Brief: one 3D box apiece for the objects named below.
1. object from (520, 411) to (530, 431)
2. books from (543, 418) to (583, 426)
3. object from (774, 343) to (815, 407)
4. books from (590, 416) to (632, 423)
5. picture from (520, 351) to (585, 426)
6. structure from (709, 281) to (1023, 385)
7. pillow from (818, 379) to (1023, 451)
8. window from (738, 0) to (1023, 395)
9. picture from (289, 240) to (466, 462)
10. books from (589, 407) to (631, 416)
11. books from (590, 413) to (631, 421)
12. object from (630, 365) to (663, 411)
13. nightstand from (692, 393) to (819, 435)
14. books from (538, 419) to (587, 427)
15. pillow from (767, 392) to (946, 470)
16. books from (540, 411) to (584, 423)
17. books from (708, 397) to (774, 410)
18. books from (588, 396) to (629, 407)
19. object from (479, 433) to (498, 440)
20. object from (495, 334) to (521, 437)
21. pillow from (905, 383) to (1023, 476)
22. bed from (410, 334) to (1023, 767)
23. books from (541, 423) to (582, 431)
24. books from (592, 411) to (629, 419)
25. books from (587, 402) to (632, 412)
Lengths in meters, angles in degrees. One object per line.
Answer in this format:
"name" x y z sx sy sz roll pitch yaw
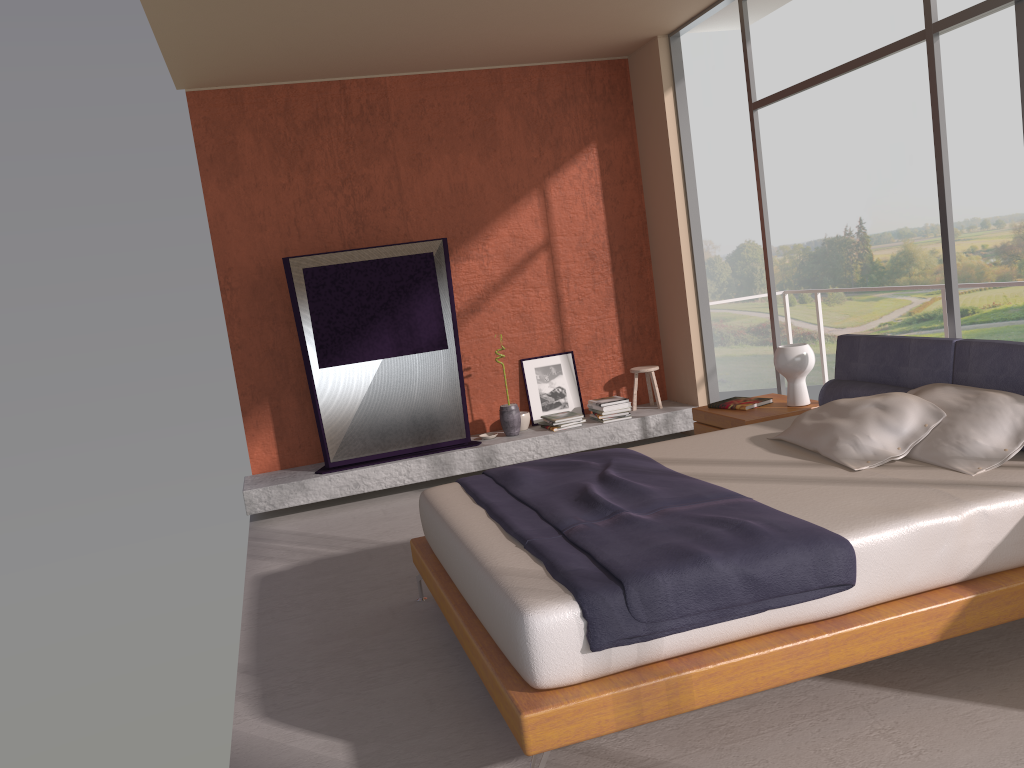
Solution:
"object" 0.061 0.305 7.151 0.179 0.137 0.180 -8 7 -2
"books" 0.403 0.282 7.045 0.247 0.025 0.287 -9 7 -12
"object" 1.598 -0.051 4.992 0.224 0.338 0.224 -8 7 -3
"books" 0.794 0.268 7.130 0.247 0.018 0.328 -9 7 -13
"picture" 0.337 0.035 7.311 0.458 0.550 0.117 -10 7 -14
"structure" 2.981 0.092 3.545 0.728 1.005 7.689 -10 7 -14
"pillow" 1.863 0.126 3.900 0.205 0.201 1.470 -10 7 -14
"window" 2.517 -0.796 3.141 0.075 3.133 6.106 -10 7 -14
"picture" -0.950 -0.251 6.554 1.129 1.496 0.126 -10 7 -14
"books" 0.785 0.203 7.122 0.247 0.027 0.328 -9 7 -13
"books" 0.790 0.250 7.133 0.247 0.018 0.287 -10 7 -15
"object" 1.129 0.033 7.348 0.260 0.349 0.257 -1 10 44
"nightstand" 1.478 0.400 5.185 0.562 0.556 0.628 -10 7 -14
"books" 0.399 0.303 7.061 0.247 0.018 0.328 -12 8 -30
"pillow" 1.472 0.181 3.885 0.431 0.264 0.869 -9 7 -7
"books" 0.398 0.261 7.047 0.247 0.018 0.328 -10 7 -18
"books" 1.349 0.115 5.243 0.247 0.025 0.287 -12 8 -34
"books" 0.775 0.139 7.120 0.247 0.025 0.287 -10 7 -15
"object" -0.183 0.418 6.973 0.152 0.040 0.152 -5 7 20
"object" -0.049 0.007 6.919 0.165 0.810 0.165 -7 7 9
"pillow" 1.742 0.170 3.586 0.400 0.265 0.791 -9 7 -12
"bed" 0.898 0.465 3.675 2.462 0.959 2.017 -10 7 -14
"books" 0.392 0.328 7.052 0.247 0.025 0.287 -10 7 -18
"books" 0.790 0.232 7.106 0.247 0.025 0.287 -8 7 -4
"books" 0.780 0.170 7.118 0.247 0.038 0.319 -10 7 -17
